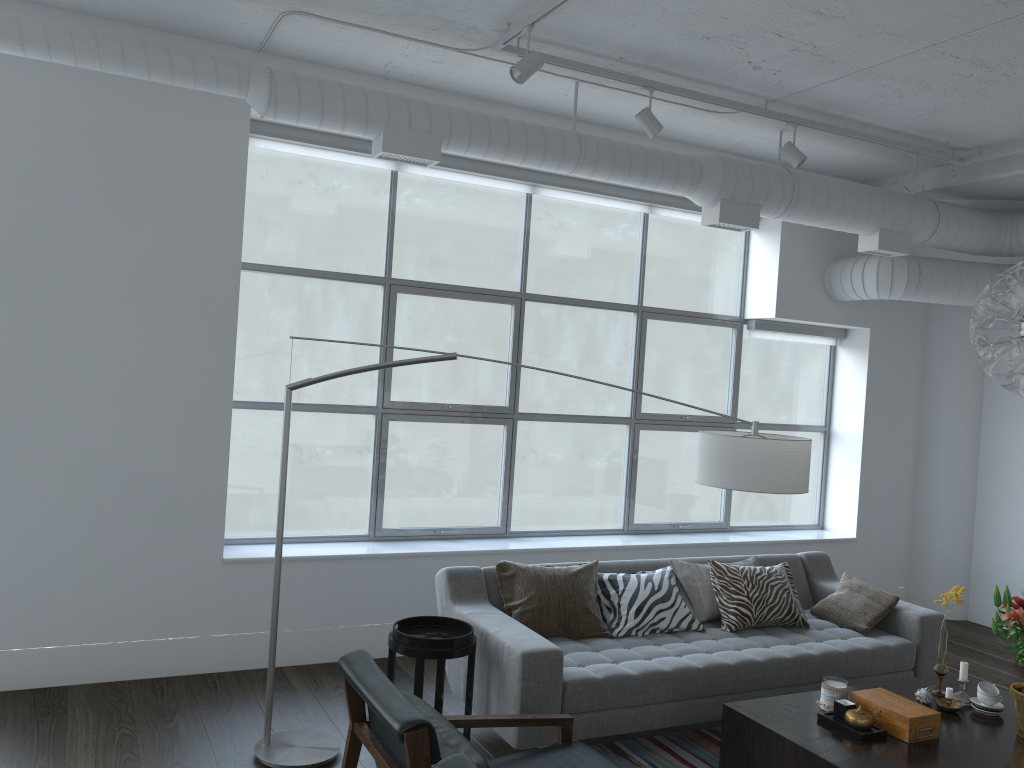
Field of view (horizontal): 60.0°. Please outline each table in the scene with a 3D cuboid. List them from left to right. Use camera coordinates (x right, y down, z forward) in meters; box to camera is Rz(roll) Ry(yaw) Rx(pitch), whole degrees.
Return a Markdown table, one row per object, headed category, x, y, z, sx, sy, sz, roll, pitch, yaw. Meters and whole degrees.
| category | x | y | z | sx | sy | sz | roll | pitch | yaw |
| --- | --- | --- | --- | --- | --- | --- | --- | --- | --- |
| table | -0.355 | 1.313 | 3.820 | 0.379 | 0.536 | 0.379 | 4 | 1 | -9 |
| table | 1.717 | 1.515 | 3.215 | 1.362 | 0.394 | 1.306 | 3 | 1 | -26 |

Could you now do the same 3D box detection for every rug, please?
| category | x | y | z | sx | sy | sz | roll | pitch | yaw |
| --- | --- | --- | --- | --- | --- | --- | --- | --- | --- |
| rug | 1.712 | 1.719 | 3.119 | 3.760 | 0.012 | 2.735 | 3 | 1 | -26 |

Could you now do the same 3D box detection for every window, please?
| category | x | y | z | sx | sy | sz | roll | pitch | yaw |
| --- | --- | --- | --- | --- | --- | --- | --- | --- | --- |
| window | 0.464 | -0.153 | 5.906 | 4.566 | 2.340 | 0.107 | 3 | 1 | -26 |

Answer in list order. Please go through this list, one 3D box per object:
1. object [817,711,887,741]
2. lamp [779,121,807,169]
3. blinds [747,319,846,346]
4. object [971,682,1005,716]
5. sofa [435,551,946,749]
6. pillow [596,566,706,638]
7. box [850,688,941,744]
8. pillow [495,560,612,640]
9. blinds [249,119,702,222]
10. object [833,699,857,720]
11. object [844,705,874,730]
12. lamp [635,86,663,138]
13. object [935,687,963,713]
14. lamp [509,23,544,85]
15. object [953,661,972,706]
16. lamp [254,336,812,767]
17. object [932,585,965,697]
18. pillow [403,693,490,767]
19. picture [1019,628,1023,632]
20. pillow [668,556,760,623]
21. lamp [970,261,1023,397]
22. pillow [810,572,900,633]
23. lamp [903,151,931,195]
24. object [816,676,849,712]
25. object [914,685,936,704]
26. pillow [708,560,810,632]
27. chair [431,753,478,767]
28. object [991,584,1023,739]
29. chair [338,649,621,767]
| category | x | y | z | sx | sy | sz | roll | pitch | yaw |
| --- | --- | --- | --- | --- | --- | --- | --- | --- | --- |
| object | 1.273 | 1.277 | 3.324 | 0.130 | 0.023 | 0.214 | 3 | 1 | -26 |
| lamp | 1.571 | -1.343 | 4.942 | 0.154 | 0.285 | 0.087 | 4 | 1 | 18 |
| blinds | 2.141 | -0.384 | 6.655 | 0.903 | 0.130 | 0.086 | 3 | 1 | -26 |
| object | 1.924 | 1.270 | 3.584 | 0.124 | 0.113 | 0.121 | 4 | 1 | -7 |
| sofa | 0.941 | 1.315 | 4.548 | 2.541 | 0.684 | 0.991 | 3 | 1 | -26 |
| pillow | 0.682 | 1.124 | 4.555 | 0.578 | 0.283 | 0.346 | 3 | 1 | -26 |
| box | 1.446 | 1.252 | 3.361 | 0.169 | 0.093 | 0.294 | 3 | 1 | -26 |
| pillow | 0.190 | 1.063 | 4.357 | 0.597 | 0.338 | 0.298 | 4 | 1 | -17 |
| blinds | 0.147 | -1.276 | 5.628 | 3.613 | 0.130 | 0.086 | 3 | 1 | -26 |
| object | 1.269 | 1.241 | 3.382 | 0.058 | 0.055 | 0.058 | 3 | 1 | -26 |
| object | 1.291 | 1.233 | 3.295 | 0.103 | 0.077 | 0.103 | 4 | 1 | 35 |
| lamp | 0.700 | -1.395 | 4.503 | 0.154 | 0.285 | 0.087 | 4 | 1 | -17 |
| object | 1.761 | 1.269 | 3.572 | 0.102 | 0.098 | 0.102 | 4 | 1 | 13 |
| lamp | 0.065 | -1.429 | 3.823 | 0.154 | 0.285 | 0.095 | 3 | 1 | -33 |
| object | 1.877 | 1.237 | 3.691 | 0.098 | 0.174 | 0.098 | 3 | 1 | -32 |
| lamp | 0.061 | 0.737 | 3.612 | 2.162 | 1.738 | 0.432 | 4 | 1 | 8 |
| object | 1.839 | 1.085 | 3.742 | 0.120 | 0.470 | 0.121 | 4 | 1 | -11 |
| pillow | -0.199 | 1.207 | 2.788 | 0.246 | 0.293 | 0.612 | 3 | 1 | -26 |
| picture | 3.780 | 1.440 | 5.935 | 0.130 | 0.775 | 0.686 | 3 | 1 | -26 |
| pillow | 1.171 | 1.129 | 4.847 | 0.663 | 0.318 | 0.254 | 3 | 1 | -26 |
| lamp | 2.081 | -0.710 | 3.359 | 0.552 | 1.546 | 0.552 | 3 | 1 | -39 |
| pillow | 1.874 | 1.207 | 4.872 | 0.236 | 0.261 | 0.427 | 3 | 1 | -25 |
| lamp | 2.458 | -1.290 | 5.374 | 0.154 | 0.285 | 0.087 | 4 | 1 | 23 |
| object | 1.272 | 1.228 | 3.500 | 0.106 | 0.116 | 0.117 | 4 | 1 | 43 |
| object | 1.723 | 1.280 | 3.678 | 0.124 | 0.078 | 0.069 | 3 | 1 | -44 |
| pillow | 1.310 | 1.115 | 4.726 | 0.576 | 0.340 | 0.271 | 3 | 1 | -23 |
| chair | 0.349 | 1.297 | 2.116 | 0.983 | 0.698 | 0.678 | 3 | 1 | -26 |
| object | 1.957 | 1.054 | 3.339 | 0.284 | 0.558 | 0.275 | 4 | 1 | 26 |
| chair | -0.025 | 1.264 | 2.871 | 0.983 | 0.698 | 0.678 | 3 | 1 | -26 |
